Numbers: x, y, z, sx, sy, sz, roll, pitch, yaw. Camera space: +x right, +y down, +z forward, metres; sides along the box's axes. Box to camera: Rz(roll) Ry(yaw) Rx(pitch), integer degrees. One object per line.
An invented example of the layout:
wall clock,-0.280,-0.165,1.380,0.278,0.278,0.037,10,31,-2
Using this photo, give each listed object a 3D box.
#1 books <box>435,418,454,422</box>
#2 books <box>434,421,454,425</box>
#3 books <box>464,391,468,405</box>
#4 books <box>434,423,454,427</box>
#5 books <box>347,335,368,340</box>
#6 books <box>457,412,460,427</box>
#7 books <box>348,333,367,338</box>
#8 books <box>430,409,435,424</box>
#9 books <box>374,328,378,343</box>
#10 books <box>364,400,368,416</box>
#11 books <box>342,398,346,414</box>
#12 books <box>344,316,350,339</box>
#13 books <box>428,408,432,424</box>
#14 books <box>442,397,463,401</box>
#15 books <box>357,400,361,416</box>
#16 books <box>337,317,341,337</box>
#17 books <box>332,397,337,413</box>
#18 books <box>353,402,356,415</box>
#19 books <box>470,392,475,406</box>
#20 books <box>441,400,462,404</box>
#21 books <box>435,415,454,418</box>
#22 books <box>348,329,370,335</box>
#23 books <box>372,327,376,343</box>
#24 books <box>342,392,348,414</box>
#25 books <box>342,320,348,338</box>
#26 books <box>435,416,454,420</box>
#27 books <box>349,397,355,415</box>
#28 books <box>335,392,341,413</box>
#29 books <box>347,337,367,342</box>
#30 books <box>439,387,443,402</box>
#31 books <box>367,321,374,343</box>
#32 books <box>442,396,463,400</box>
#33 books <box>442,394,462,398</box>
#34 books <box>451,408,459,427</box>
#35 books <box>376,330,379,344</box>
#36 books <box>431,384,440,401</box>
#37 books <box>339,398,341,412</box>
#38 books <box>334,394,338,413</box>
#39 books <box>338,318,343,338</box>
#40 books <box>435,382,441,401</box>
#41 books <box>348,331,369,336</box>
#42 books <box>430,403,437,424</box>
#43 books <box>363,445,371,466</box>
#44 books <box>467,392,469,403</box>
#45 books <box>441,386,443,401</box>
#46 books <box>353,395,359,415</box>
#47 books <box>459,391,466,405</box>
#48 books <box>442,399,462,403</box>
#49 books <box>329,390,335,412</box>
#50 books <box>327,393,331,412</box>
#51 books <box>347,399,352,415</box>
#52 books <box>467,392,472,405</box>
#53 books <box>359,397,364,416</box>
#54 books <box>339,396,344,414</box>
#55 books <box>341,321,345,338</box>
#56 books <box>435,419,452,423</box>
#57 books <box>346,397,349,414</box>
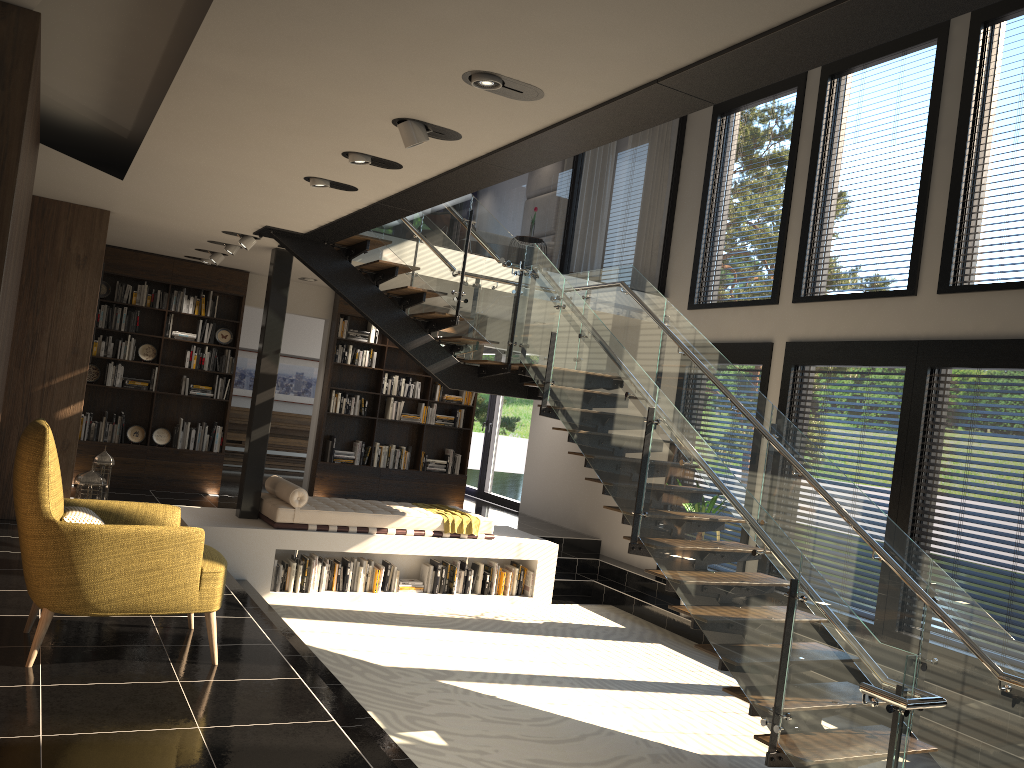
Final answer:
books,-0.937,0.478,11.966,0.268,0.022,0.156,9,-2,-32
books,-0.944,0.521,11.967,0.274,0.022,0.156,9,-2,-31
books,-0.654,0.164,12.130,0.028,0.240,0.187,8,-1,-28
books,-0.941,0.545,11.956,0.288,0.026,0.175,8,-2,-24
books,-1.999,-0.592,11.376,0.273,0.025,0.156,9,-2,-31
books,-0.763,0.478,12.053,0.025,0.212,0.167,8,-1,-28
books,-1.996,-0.618,11.377,0.251,0.026,0.148,8,-2,-24
books,-1.093,0.429,11.856,0.027,0.209,0.184,8,-2,-28
books,-1.780,-0.659,11.476,0.029,0.272,0.173,8,-1,-28
books,-1.913,0.311,11.454,0.028,0.210,0.169,8,-2,-28
books,-2.169,0.279,11.319,0.024,0.197,0.172,8,-2,-28
books,-2.118,-0.719,11.283,0.028,0.290,0.170,8,-1,-28
books,-1.126,0.423,11.859,0.029,0.214,0.149,8,-1,-28
books,-0.824,0.207,12.059,0.259,0.020,0.167,9,-2,-30
books,-2.004,0.300,11.423,0.030,0.205,0.170,8,-2,-28
books,-2.228,-0.721,11.253,0.026,0.263,0.156,8,-1,-28
books,-2.278,0.262,11.253,0.028,0.199,0.175,8,-2,-28
books,-2.054,0.310,11.393,0.027,0.171,0.146,8,-2,-28
books,-0.577,0.198,12.162,0.051,0.194,0.192,8,-2,-28
books,-0.831,0.248,12.061,0.266,0.021,0.156,9,-2,-31
books,-0.934,0.435,11.972,0.272,0.022,0.156,9,-2,-30
books,-1.985,-0.670,11.372,0.285,0.030,0.176,9,-2,-29
books,-1.805,-0.683,11.461,0.034,0.311,0.149,8,-1,-28
books,-2.143,0.245,11.336,0.029,0.272,0.152,8,-1,-28
books,-2.147,-0.693,11.268,0.030,0.231,0.200,8,-2,-28
books,-0.934,0.457,11.965,0.260,0.021,0.167,9,-2,-31
books,-2.070,0.281,11.370,0.030,0.221,0.189,8,-2,-28
books,-2.230,0.239,11.279,0.029,0.258,0.181,8,-1,-28
books,-2.000,-0.567,11.373,0.268,0.026,0.156,8,-2,-24
books,-0.985,0.136,11.947,0.026,0.196,0.147,8,-1,-28
books,-1.830,-0.673,11.435,0.031,0.284,0.176,8,-1,-28
books,-0.821,0.187,12.057,0.260,0.020,0.167,9,-2,-31
books,-0.825,0.166,12.071,0.246,0.021,0.148,8,-2,-28
books,-0.780,0.459,12.031,0.031,0.244,0.176,8,-1,-28
books,-1.760,-0.671,11.494,0.019,0.303,0.129,8,-1,-28
books,-1.034,0.118,11.942,0.024,0.219,0.174,8,-1,-28
books,-2.217,0.267,11.302,0.022,0.207,0.130,8,-1,-28
books,-2.262,0.242,11.283,0.023,0.245,0.159,8,-1,-28
books,-2.200,-0.710,11.260,0.032,0.250,0.167,8,-1,-28
books,-1.010,0.101,11.951,0.023,0.261,0.146,8,-1,-28
books,-1.995,-0.643,11.382,0.270,0.025,0.156,8,-2,-28
books,-1.069,0.399,11.879,0.031,0.277,0.168,8,-1,-28
books,-1.903,0.929,11.519,0.075,0.254,0.181,8,-1,-28
books,-0.641,0.174,12.157,0.023,0.225,0.146,8,-1,-28
books,-0.974,0.115,11.988,0.025,0.243,0.119,8,-1,-28
books,-2.014,0.272,11.388,0.029,0.256,0.167,8,-1,-28
books,-0.683,0.170,12.125,0.026,0.219,0.156,8,-1,-28
books,-0.829,0.227,12.063,0.272,0.021,0.156,9,-2,-30
books,-2.298,0.217,11.242,0.028,0.282,0.168,8,-1,-28
books,-2.341,0.234,11.258,0.028,0.237,0.134,8,-1,-28
books,-2.106,0.291,11.366,0.033,0.193,0.172,8,-2,-28
books,-0.610,0.196,12.142,0.023,0.189,0.197,8,-2,-28
books,-1.953,0.291,11.428,0.070,0.236,0.206,8,-2,-28
books,-2.193,0.261,11.314,0.028,0.227,0.136,8,-1,-28
books,-2.176,-0.690,11.265,0.021,0.217,0.180,8,-2,-28
books,-0.945,0.499,11.976,0.247,0.022,0.148,8,-2,-28
books,-2.131,0.276,11.358,0.021,0.216,0.170,8,-1,-28
